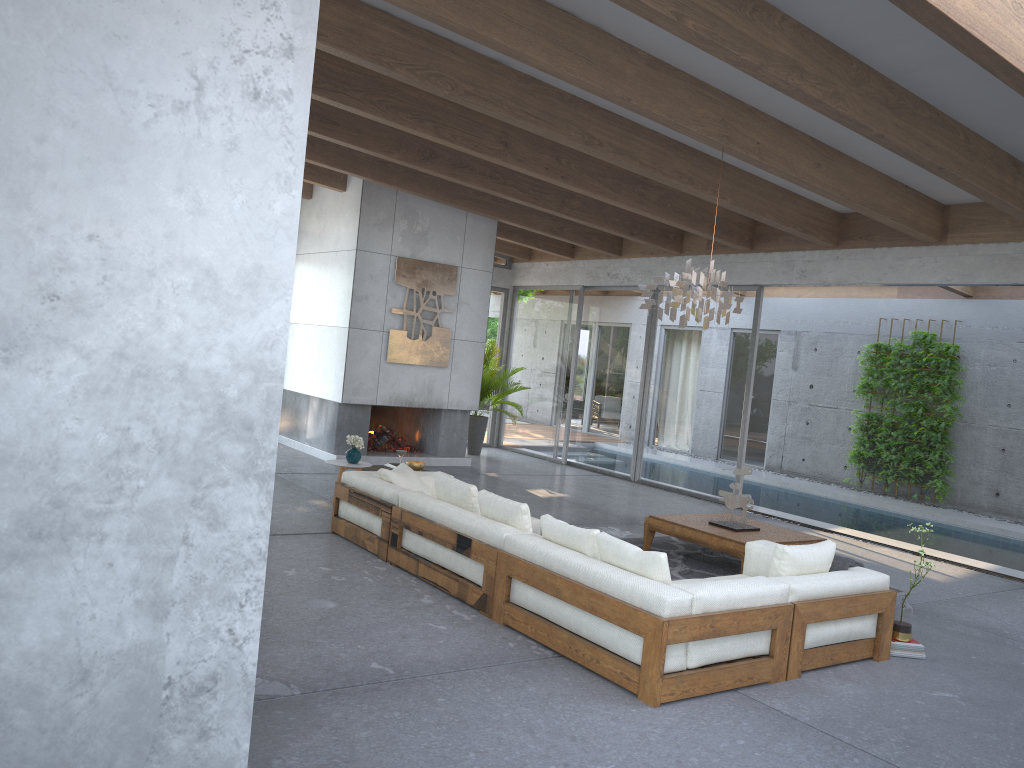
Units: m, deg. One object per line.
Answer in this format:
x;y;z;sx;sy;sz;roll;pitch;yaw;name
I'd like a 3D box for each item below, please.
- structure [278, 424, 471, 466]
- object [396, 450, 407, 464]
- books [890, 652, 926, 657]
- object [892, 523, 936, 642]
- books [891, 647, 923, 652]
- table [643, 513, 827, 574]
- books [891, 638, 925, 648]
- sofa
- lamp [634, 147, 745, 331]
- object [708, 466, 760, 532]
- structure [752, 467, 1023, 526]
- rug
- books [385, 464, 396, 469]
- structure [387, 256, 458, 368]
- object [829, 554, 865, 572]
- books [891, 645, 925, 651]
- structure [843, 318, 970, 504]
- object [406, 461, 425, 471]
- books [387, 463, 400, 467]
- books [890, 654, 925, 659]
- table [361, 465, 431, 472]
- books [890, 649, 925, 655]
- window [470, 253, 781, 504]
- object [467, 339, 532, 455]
-1.987;0.688;12.514;2.012;0.595;2.203;5;2;-36;structure
-0.978;0.690;7.767;0.099;0.212;0.099;6;2;-5;object
2.407;1.641;5.536;0.219;0.012;0.286;6;2;-1;books
2.480;1.217;5.462;0.171;0.750;0.238;5;2;-14;object
2.399;1.615;5.553;0.219;0.012;0.286;6;2;-1;books
1.858;1.368;7.414;1.048;0.352;1.112;5;2;-36;table
2.405;1.590;5.548;0.219;0.012;0.286;6;2;-1;books
0.426;1.127;6.260;1.965;0.777;3.733;5;2;-36;sofa
1.373;-1.096;6.685;0.862;1.400;0.636;6;2;11;lamp
1.869;0.932;7.403;0.346;0.518;0.379;5;2;-36;object
6.361;1.827;12.882;0.477;0.068;13.673;5;2;-36;structure
1.355;1.471;7.138;3.186;0.056;2.187;5;2;-35;rug
-1.009;0.772;8.187;0.220;0.015;0.303;5;2;-36;books
-1.163;-0.920;11.545;0.919;1.351;0.041;5;2;-36;structure
1.852;1.409;5.520;0.857;0.704;0.472;4;2;-39;object
2.407;1.603;5.545;0.219;0.012;0.286;6;2;-1;books
6.403;0.546;9.064;2.739;2.687;10.282;5;2;-18;structure
-0.870;0.752;7.986;0.173;0.097;0.173;7;2;34;object
-1.000;0.760;8.189;0.205;0.012;0.290;5;2;-30;books
2.402;1.653;5.541;0.219;0.012;0.286;6;2;-1;books
-1.046;1.005;7.970;0.725;0.441;0.725;6;2;16;table
2.405;1.628;5.540;0.219;0.012;0.286;6;2;-1;books
2.114;-0.297;7.066;14.294;3.764;23.280;5;2;-36;window
-0.492;0.179;13.638;1.484;1.819;1.798;5;2;-29;object
